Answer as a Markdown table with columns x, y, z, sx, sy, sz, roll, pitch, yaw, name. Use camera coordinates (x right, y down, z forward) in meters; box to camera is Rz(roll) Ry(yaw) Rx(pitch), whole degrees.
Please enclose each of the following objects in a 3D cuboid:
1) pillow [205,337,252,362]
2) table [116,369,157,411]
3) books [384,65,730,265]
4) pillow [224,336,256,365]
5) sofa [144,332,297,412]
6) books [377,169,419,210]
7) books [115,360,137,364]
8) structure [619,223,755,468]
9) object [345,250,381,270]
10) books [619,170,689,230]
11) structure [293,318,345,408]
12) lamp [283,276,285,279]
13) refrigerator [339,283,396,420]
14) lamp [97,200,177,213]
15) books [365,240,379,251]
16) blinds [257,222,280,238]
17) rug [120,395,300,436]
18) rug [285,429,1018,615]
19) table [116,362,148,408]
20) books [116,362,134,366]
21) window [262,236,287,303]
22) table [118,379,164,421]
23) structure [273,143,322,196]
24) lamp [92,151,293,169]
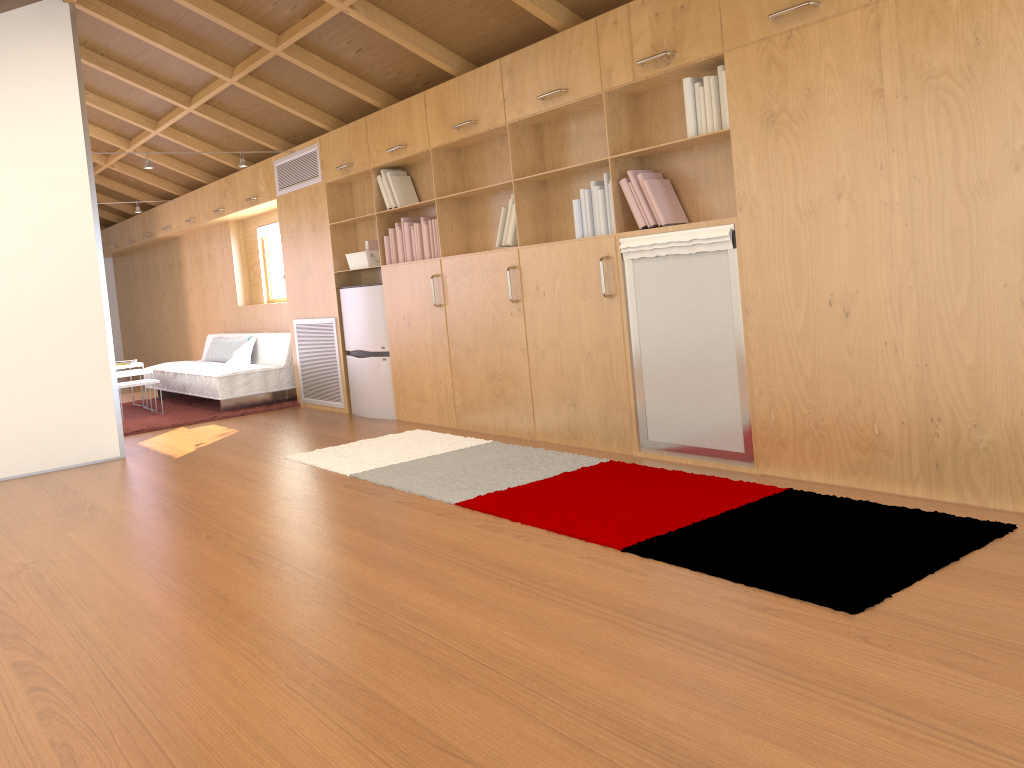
| x | y | z | sx | sy | sz | roll | pitch | yaw | name |
| --- | --- | --- | --- | --- | --- | --- | --- | --- | --- |
| -2.887 | -0.345 | 8.950 | 0.172 | 0.250 | 1.041 | -8 | 7 | -36 | pillow |
| -3.587 | 0.084 | 8.187 | 0.427 | 0.382 | 0.458 | -9 | 6 | -36 | table |
| 0.079 | -1.119 | 5.059 | 0.190 | 0.655 | 3.108 | -7 | 7 | -36 | books |
| -2.575 | -0.310 | 8.404 | 0.345 | 0.251 | 0.269 | -4 | 5 | 17 | pillow |
| -2.848 | -0.146 | 8.626 | 0.867 | 0.626 | 2.354 | -9 | 8 | -36 | sofa |
| -0.805 | -1.370 | 6.220 | 0.176 | 0.295 | 0.279 | -8 | 5 | -36 | books |
| -3.737 | -0.213 | 8.553 | 0.193 | 0.016 | 0.153 | -7 | 7 | -17 | books |
| 0.894 | -0.193 | 4.155 | 0.317 | 1.075 | 0.725 | -7 | 4 | -36 | structure |
| -1.084 | -0.932 | 6.650 | 0.204 | 0.122 | 0.350 | -10 | 8 | -36 | object |
| 0.683 | -0.901 | 4.293 | 0.176 | 0.295 | 0.279 | -8 | 5 | -36 | books |
| -1.600 | -0.181 | 7.291 | 0.013 | 0.718 | 0.819 | -7 | 5 | -36 | structure |
| -1.922 | -0.437 | 7.874 | 0.254 | 1.193 | 0.183 | -4 | 3 | 29 | lamp |
| -1.026 | -0.259 | 6.662 | 0.263 | 0.983 | 0.713 | -7 | 4 | -36 | refrigerator |
| -5.228 | -1.698 | 8.673 | 3.850 | 0.152 | 0.072 | -10 | 6 | -36 | lamp |
| -1.012 | -0.969 | 6.551 | 0.151 | 0.192 | 0.088 | -8 | 4 | -36 | books |
| -2.162 | -1.526 | 8.492 | 0.048 | 0.110 | 1.497 | -8 | 7 | -36 | blinds |
| -3.116 | 0.235 | 8.280 | 1.896 | 0.020 | 2.480 | -10 | 9 | -36 | rug |
| 0.131 | 0.450 | 4.031 | 0.922 | 0.011 | 3.721 | -10 | 9 | -36 | rug |
| -3.866 | 0.038 | 8.555 | 0.488 | 0.436 | 0.524 | -9 | 6 | -36 | table |
| -3.736 | -0.187 | 8.468 | 0.193 | 0.016 | 0.153 | -6 | 7 | -7 | books |
| -2.090 | -1.197 | 8.537 | 0.035 | 0.787 | 1.496 | -7 | 6 | -36 | window |
| -3.344 | 0.137 | 7.867 | 0.343 | 0.307 | 0.369 | -9 | 6 | -36 | table |
| -1.763 | -1.747 | 7.244 | 0.013 | 0.299 | 0.903 | -7 | 6 | -36 | structure |
| -3.317 | -1.567 | 6.117 | 3.850 | 0.152 | 0.072 | -10 | 6 | -36 | lamp |
